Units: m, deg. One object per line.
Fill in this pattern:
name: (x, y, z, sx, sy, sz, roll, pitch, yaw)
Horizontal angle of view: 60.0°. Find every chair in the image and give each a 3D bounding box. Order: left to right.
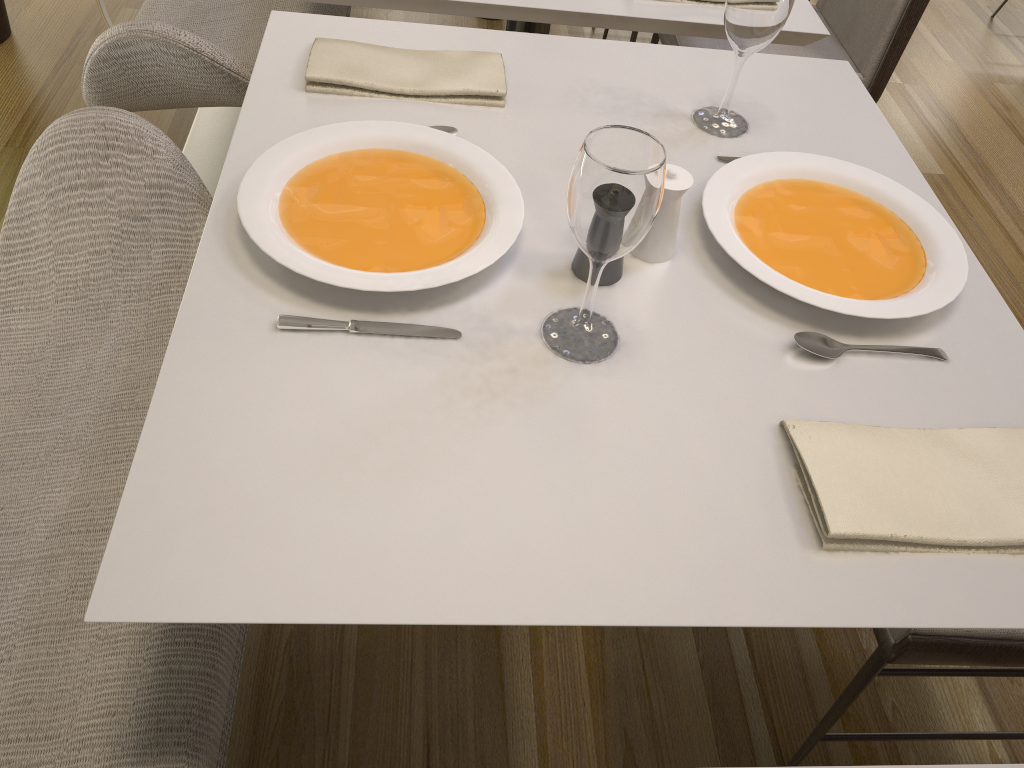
chair: (0.626, -1.281, 2.612, 0.565, 0.887, 0.420, 2, 46, -7)
chair: (0.655, -0.865, 2.220, 0.565, 0.887, 0.420, 2, 46, -7)
chair: (0.729, 0.180, 1.233, 0.565, 0.887, 0.420, 2, 46, -7)
chair: (2.328, -1.674, 3.257, 0.565, 0.887, 0.420, 2, 46, -7)

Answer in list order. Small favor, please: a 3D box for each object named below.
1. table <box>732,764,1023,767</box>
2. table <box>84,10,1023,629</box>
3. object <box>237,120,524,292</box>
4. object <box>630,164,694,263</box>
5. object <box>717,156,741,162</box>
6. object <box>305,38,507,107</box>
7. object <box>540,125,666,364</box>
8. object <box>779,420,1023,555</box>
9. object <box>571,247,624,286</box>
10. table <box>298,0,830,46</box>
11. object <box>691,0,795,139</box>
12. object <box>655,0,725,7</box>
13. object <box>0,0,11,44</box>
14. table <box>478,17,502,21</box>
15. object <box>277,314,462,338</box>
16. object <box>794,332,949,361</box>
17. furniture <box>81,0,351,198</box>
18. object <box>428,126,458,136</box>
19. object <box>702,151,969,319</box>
table: (0.135, 0.903, 0.548, 0.936, 0.745, 1.032, 2, 46, -7)
table: (0.077, 0.074, 1.330, 0.936, 0.745, 1.032, 2, 46, -7)
object: (-0.147, -0.202, 1.019, 0.323, 0.035, 0.326, 30, 49, 19)
object: (0.171, -0.199, 1.013, 0.060, 0.107, 0.060, 29, 49, 17)
object: (0.371, -0.304, 1.213, 0.185, 0.010, 0.018, 2, 46, -7)
object: (-0.148, -0.450, 1.265, 0.273, 0.032, 0.145, 2, 46, -7)
object: (0.085, -0.128, 0.851, 0.087, 0.226, 0.087, 24, 48, 14)
object: (0.403, 0.093, 0.835, 0.273, 0.032, 0.145, 2, 46, -7)
object: (0.103, -0.168, 0.973, 0.060, 0.107, 0.060, 29, 49, 17)
table: (0.019, -0.744, 2.102, 0.936, 0.745, 1.032, 2, 46, -7)
object: (0.314, -0.455, 1.198, 0.087, 0.226, 0.087, 24, 48, 14)
object: (0.345, -0.726, 1.607, 0.273, 0.032, 0.145, 2, 46, -7)
object: (-1.439, -1.708, 1.978, 1.148, 1.934, 1.209, -12, 50, -20)
table: (-0.041, -1.590, 2.900, 0.936, 0.745, 1.032, 2, 46, -7)
object: (-0.143, -0.058, 0.897, 0.185, 0.010, 0.018, 2, 46, -7)
object: (0.390, -0.038, 0.958, 0.181, 0.015, 0.039, 3, 46, -6)
furniture: (-0.747, -1.408, 2.385, 0.707, 1.075, 2.638, 3, 46, -7)
object: (-0.161, -0.328, 1.148, 0.181, 0.015, 0.039, 3, 46, -6)
object: (0.386, -0.179, 1.082, 0.323, 0.035, 0.326, 30, 49, 19)
